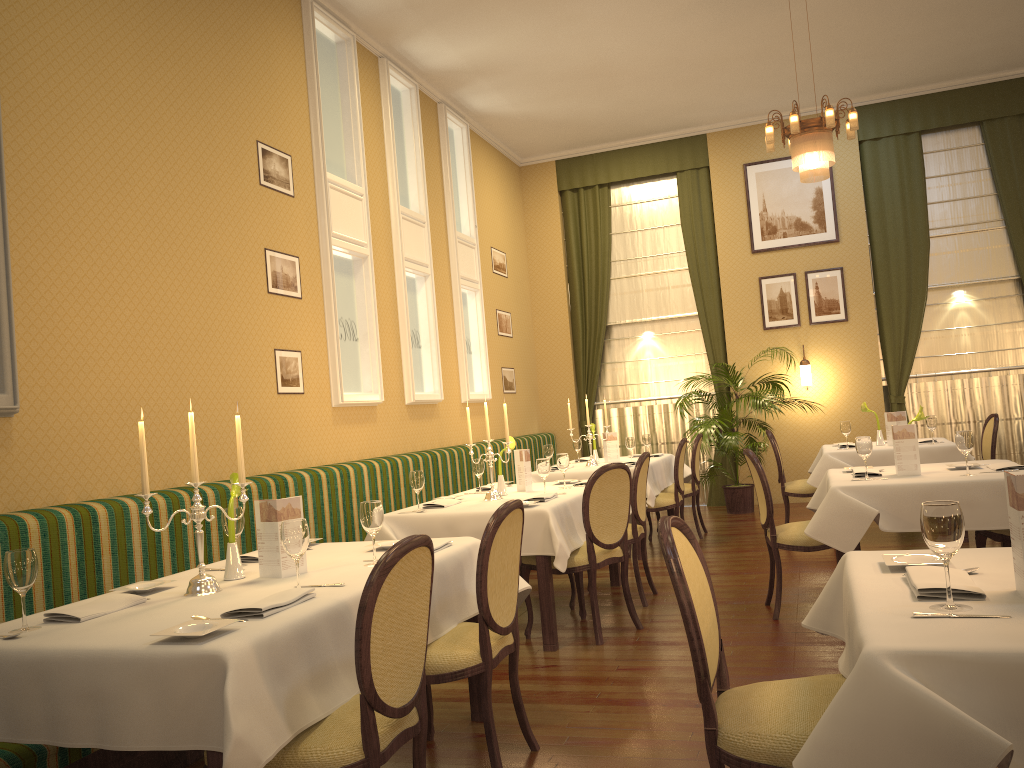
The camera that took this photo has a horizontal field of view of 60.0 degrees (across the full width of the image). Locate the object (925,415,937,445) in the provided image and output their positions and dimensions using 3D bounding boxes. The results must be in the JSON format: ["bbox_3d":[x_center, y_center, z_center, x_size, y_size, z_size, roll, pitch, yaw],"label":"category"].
[{"bbox_3d":[3.335,0.364,7.040,0.088,0.229,0.088,-4,-2,-23],"label":"object"}]

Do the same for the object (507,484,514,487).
[{"bbox_3d":[-0.072,0.733,6.380,0.181,0.015,0.038,-6,-2,20],"label":"object"}]

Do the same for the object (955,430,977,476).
[{"bbox_3d":[2.326,0.355,4.545,0.088,0.229,0.088,-4,-2,-29],"label":"object"}]

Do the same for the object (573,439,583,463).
[{"bbox_3d":[0.638,0.649,8.598,0.088,0.229,0.088,-4,-2,-23],"label":"object"}]

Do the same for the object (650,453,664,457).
[{"bbox_3d":[1.377,0.691,8.578,0.142,0.024,0.273,-6,-2,19],"label":"object"}]

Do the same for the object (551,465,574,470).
[{"bbox_3d":[0.448,0.738,7.854,0.142,0.033,0.273,-6,-2,19],"label":"object"}]

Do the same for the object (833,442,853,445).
[{"bbox_3d":[2.919,0.532,7.817,0.160,0.024,0.160,-6,-2,19],"label":"object"}]

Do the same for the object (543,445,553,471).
[{"bbox_3d":[0.320,0.641,7.670,0.088,0.229,0.088,-4,-2,-23],"label":"object"}]

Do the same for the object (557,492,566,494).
[{"bbox_3d":[0.242,0.672,5.420,0.185,0.010,0.017,-6,-2,19],"label":"object"}]

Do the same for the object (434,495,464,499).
[{"bbox_3d":[-0.400,0.727,5.610,0.160,0.024,0.160,-6,-2,19],"label":"object"}]

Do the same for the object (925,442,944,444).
[{"bbox_3d":[3.376,0.474,7.135,0.185,0.010,0.017,-6,-2,19],"label":"object"}]

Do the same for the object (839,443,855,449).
[{"bbox_3d":[2.862,0.524,7.553,0.142,0.033,0.273,-6,-2,19],"label":"object"}]

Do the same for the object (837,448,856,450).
[{"bbox_3d":[2.767,0.531,7.279,0.185,0.010,0.017,-6,-2,20],"label":"object"}]

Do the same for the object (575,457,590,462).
[{"bbox_3d":[0.723,0.750,8.785,0.142,0.033,0.273,-6,-2,19],"label":"object"}]

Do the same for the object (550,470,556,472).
[{"bbox_3d":[0.296,0.747,7.584,0.181,0.015,0.038,-6,-2,20],"label":"object"}]

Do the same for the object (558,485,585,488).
[{"bbox_3d":[0.391,0.677,5.862,0.185,0.010,0.017,-6,-2,19],"label":"object"}]

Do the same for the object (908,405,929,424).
[{"bbox_3d":[2.229,0.303,4.906,0.163,0.375,0.076,-5,-2,-5],"label":"object"}]

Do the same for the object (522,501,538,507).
[{"bbox_3d":[0.055,0.660,4.836,0.160,0.024,0.160,-6,-2,19],"label":"object"}]

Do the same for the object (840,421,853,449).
[{"bbox_3d":[2.777,0.423,7.365,0.088,0.229,0.088,-4,-2,-23],"label":"object"}]

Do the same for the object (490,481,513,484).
[{"bbox_3d":[-0.082,0.734,6.492,0.160,0.024,0.160,-6,-2,19],"label":"object"}]

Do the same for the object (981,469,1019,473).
[{"bbox_3d":[2.513,0.450,4.578,0.185,0.010,0.017,-6,-2,19],"label":"object"}]

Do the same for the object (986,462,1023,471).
[{"bbox_3d":[2.636,0.441,4.737,0.142,0.024,0.273,-6,-2,19],"label":"object"}]

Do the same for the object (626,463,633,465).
[{"bbox_3d":[0.918,0.684,7.394,0.160,0.024,0.160,-6,-2,19],"label":"object"}]

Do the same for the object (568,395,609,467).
[{"bbox_3d":[0.690,0.410,7.942,0.390,0.655,0.131,-6,-2,24],"label":"object"}]

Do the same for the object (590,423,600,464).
[{"bbox_3d":[0.768,0.553,8.263,0.076,0.375,0.163,-5,-2,5],"label":"object"}]

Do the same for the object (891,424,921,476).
[{"bbox_3d":[2.117,0.361,4.828,0.081,0.277,0.166,-4,-2,-25],"label":"object"}]

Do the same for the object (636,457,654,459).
[{"bbox_3d":[1.254,0.701,8.420,0.185,0.010,0.017,-6,-2,19],"label":"object"}]

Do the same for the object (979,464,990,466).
[{"bbox_3d":[2.655,0.451,4.960,0.181,0.015,0.038,-6,-2,20],"label":"object"}]

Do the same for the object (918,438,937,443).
[{"bbox_3d":[3.445,0.473,7.383,0.142,0.024,0.273,-6,-2,19],"label":"object"}]

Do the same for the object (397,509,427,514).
[{"bbox_3d":[-0.567,0.723,5.027,0.181,0.015,0.038,-6,-2,20],"label":"object"}]

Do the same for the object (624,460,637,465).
[{"bbox_3d":[1.025,0.684,7.696,0.142,0.033,0.273,-6,-2,19],"label":"object"}]

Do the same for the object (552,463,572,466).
[{"bbox_3d":[0.464,0.751,8.168,0.160,0.024,0.160,-6,-2,19],"label":"object"}]

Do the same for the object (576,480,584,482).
[{"bbox_3d":[0.533,0.677,6.244,0.181,0.015,0.038,-6,-2,20],"label":"object"}]

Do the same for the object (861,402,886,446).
[{"bbox_3d":[3.044,0.332,7.474,0.163,0.375,0.076,-7,-3,40],"label":"object"}]

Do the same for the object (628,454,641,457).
[{"bbox_3d":[1.233,0.708,8.738,0.160,0.024,0.160,-6,-2,19],"label":"object"}]

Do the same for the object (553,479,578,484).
[{"bbox_3d":[0.370,0.684,6.181,0.160,0.024,0.160,-6,-2,19],"label":"object"}]

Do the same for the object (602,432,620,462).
[{"bbox_3d":[0.907,0.593,8.292,0.166,0.277,0.081,-6,-3,35],"label":"object"}]

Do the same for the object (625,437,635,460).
[{"bbox_3d":[1.056,0.587,7.886,0.088,0.229,0.088,-4,-2,-23],"label":"object"}]

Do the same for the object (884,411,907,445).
[{"bbox_3d":[3.158,0.366,7.281,0.166,0.277,0.081,-6,-2,25],"label":"object"}]

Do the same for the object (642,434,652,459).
[{"bbox_3d":[1.271,0.585,8.312,0.088,0.229,0.088,-4,-2,-23],"label":"object"}]

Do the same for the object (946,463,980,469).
[{"bbox_3d":[2.491,0.458,4.897,0.160,0.024,0.160,-6,-2,19],"label":"object"}]
